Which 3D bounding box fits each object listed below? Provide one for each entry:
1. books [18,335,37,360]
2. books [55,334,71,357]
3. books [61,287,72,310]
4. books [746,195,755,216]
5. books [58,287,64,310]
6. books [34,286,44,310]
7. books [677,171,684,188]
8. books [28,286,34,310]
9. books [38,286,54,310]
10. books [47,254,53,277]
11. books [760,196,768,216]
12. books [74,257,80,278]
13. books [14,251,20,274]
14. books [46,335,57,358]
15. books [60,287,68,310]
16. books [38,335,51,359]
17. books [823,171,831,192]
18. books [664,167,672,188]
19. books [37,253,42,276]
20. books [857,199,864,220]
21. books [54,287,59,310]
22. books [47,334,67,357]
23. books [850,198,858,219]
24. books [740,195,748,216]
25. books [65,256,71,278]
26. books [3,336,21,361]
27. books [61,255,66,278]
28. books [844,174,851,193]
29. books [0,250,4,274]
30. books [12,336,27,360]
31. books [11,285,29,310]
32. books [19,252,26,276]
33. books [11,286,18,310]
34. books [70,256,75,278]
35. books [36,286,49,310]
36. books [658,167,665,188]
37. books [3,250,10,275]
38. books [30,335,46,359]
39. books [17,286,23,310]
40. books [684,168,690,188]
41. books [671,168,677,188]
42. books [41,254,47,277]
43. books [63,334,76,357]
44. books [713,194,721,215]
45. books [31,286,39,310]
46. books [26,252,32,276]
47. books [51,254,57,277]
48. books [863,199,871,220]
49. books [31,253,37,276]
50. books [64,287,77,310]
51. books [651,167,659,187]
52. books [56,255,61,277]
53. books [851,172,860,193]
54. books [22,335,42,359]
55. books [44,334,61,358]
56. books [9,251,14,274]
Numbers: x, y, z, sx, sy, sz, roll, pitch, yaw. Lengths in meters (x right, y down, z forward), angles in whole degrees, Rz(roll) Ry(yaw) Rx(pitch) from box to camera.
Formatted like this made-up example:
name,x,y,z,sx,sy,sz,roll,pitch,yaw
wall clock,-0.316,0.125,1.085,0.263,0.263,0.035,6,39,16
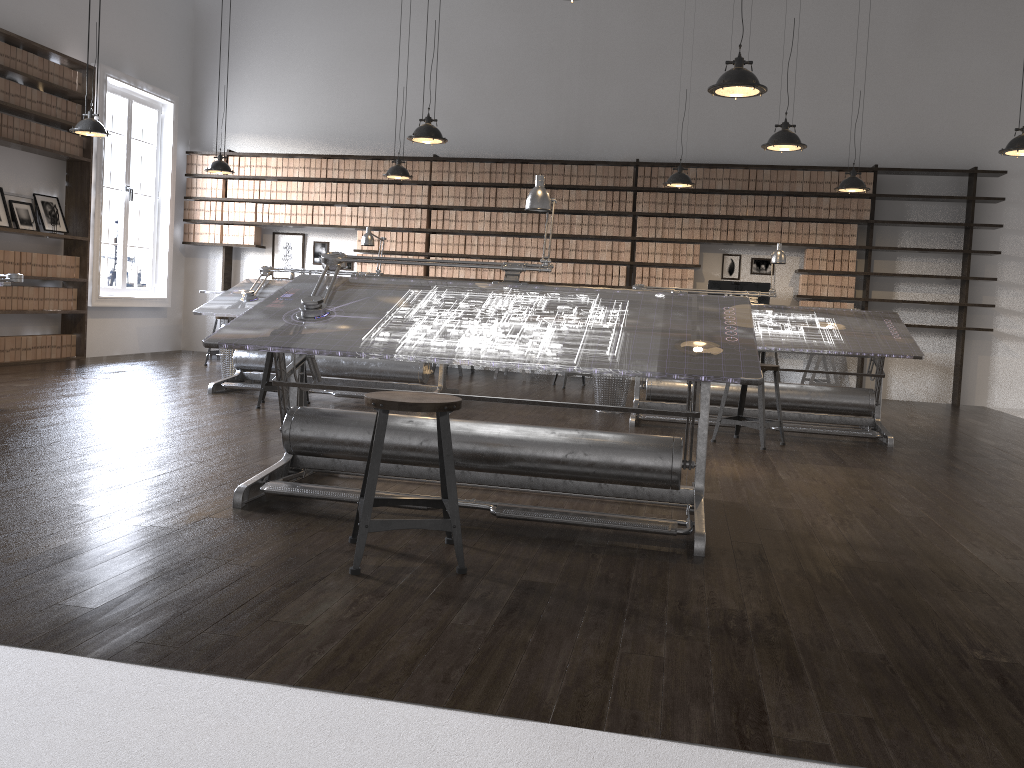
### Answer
name,x,y,z,sx,sy,sz,roll,pitch,yaw
books,-4.704,-0.352,8.573,0.174,0.225,0.067,4,3,11
books,-4.612,-0.393,9.060,0.174,0.225,0.067,4,3,11
books,-4.587,-0.872,9.035,0.174,0.225,0.067,4,3,11
books,2.581,-1.919,9.593,0.067,0.225,0.175,4,4,11
books,-4.607,-0.860,8.898,0.174,0.225,0.067,4,3,11
books,-4.663,-0.839,8.631,0.174,0.225,0.067,4,3,11
books,1.852,-2.249,9.724,0.067,0.225,0.175,4,4,11
books,-4.688,-0.827,8.494,0.174,0.225,0.067,4,3,11
books,-4.635,-0.850,8.771,0.174,0.225,0.067,4,3,11
books,-4.622,-1.167,8.715,0.174,0.225,0.067,4,3,11
books,2.715,-1.910,9.572,0.067,0.225,0.175,4,4,11
books,-4.546,-1.200,9.109,0.174,0.225,0.067,4,3,11
books,-4.710,-1.132,8.295,0.174,0.225,0.067,4,3,11
books,-4.649,-0.375,8.843,0.174,0.225,0.067,4,3,11
books,-4.600,-0.866,8.965,0.174,0.225,0.067,4,3,11
books,-4.667,-0.369,8.774,0.174,0.225,0.067,4,3,11
books,3.350,-2.141,9.441,0.067,0.225,0.175,4,4,11
books,1.717,-2.259,9.755,0.067,0.225,0.175,4,4,11
books,-4.654,-1.156,8.581,0.174,0.225,0.067,4,3,11
books,3.680,-1.841,9.389,0.067,0.225,0.175,4,4,11
books,-4.624,-0.855,8.833,0.174,0.225,0.067,4,3,11
books,-4.621,-0.386,8.986,0.174,0.225,0.067,4,3,11
books,3.614,-1.845,9.396,0.067,0.225,0.175,4,4,11
books,2.511,-1.925,9.610,0.067,0.225,0.175,4,4,11
books,-4.577,-1.189,8.978,0.174,0.225,0.067,4,3,11
books,-4.744,-0.335,8.371,0.174,0.225,0.067,4,3,11
books,-4.586,-1.183,8.908,0.174,0.225,0.067,4,3,11
books,3.554,-2.127,9.403,0.067,0.225,0.175,4,4,11
books,-4.743,-1.115,8.086,0.174,0.225,0.067,4,3,11
books,-4.726,-0.341,8.439,0.174,0.225,0.067,4,3,11
books,-4.698,-0.821,8.422,0.174,0.225,0.067,4,3,11
books,-4.690,-1.138,8.367,0.174,0.225,0.067,4,3,11
books,-4.728,-0.810,8.290,0.174,0.225,0.067,4,3,11
books,-4.565,-1.195,9.047,0.174,0.225,0.067,4,3,11
books,-4.646,-0.844,8.699,0.174,0.225,0.067,4,3,11
books,1.647,-2.264,9.764,0.067,0.225,0.175,4,4,11
books,-4.729,-1.121,8.157,0.174,0.225,0.067,4,3,11
books,-4.680,-0.363,8.705,0.174,0.225,0.067,4,3,11
books,-4.712,-0.815,8.351,0.174,0.225,0.067,4,3,11
books,1.918,-2.245,9.716,0.067,0.225,0.175,4,4,11
books,1.787,-2.254,9.742,0.067,0.225,0.175,4,4,11
books,-4.641,-1.162,8.650,0.174,0.225,0.067,4,3,11
books,-4.596,-0.399,9.134,0.174,0.225,0.067,4,3,11
books,2.234,-1.945,9.662,0.067,0.225,0.175,4,4,11
books,-4.679,-0.833,8.563,0.174,0.225,0.067,4,3,11
books,-4.681,-1.145,8.441,0.174,0.225,0.067,4,3,11
books,-4.614,-1.173,8.782,0.174,0.225,0.067,4,3,11
books,3.741,-1.836,9.375,0.067,0.225,0.175,4,4,11
books,-4.663,-1.150,8.510,0.174,0.225,0.067,4,3,11
books,-4.569,-0.878,9.103,0.174,0.225,0.067,4,3,11
books,1.578,-2.269,9.782,0.067,0.225,0.175,4,4,11
books,-4.601,-1.178,8.843,0.174,0.225,0.067,4,3,11
books,3.627,-2.121,9.390,0.067,0.225,0.175,4,4,11
books,-4.687,-0.357,8.638,0.174,0.225,0.067,4,3,11
books,-4.640,-0.381,8.914,0.174,0.225,0.067,4,3,11
books,-4.722,-1.126,8.220,0.174,0.225,0.067,4,3,11
